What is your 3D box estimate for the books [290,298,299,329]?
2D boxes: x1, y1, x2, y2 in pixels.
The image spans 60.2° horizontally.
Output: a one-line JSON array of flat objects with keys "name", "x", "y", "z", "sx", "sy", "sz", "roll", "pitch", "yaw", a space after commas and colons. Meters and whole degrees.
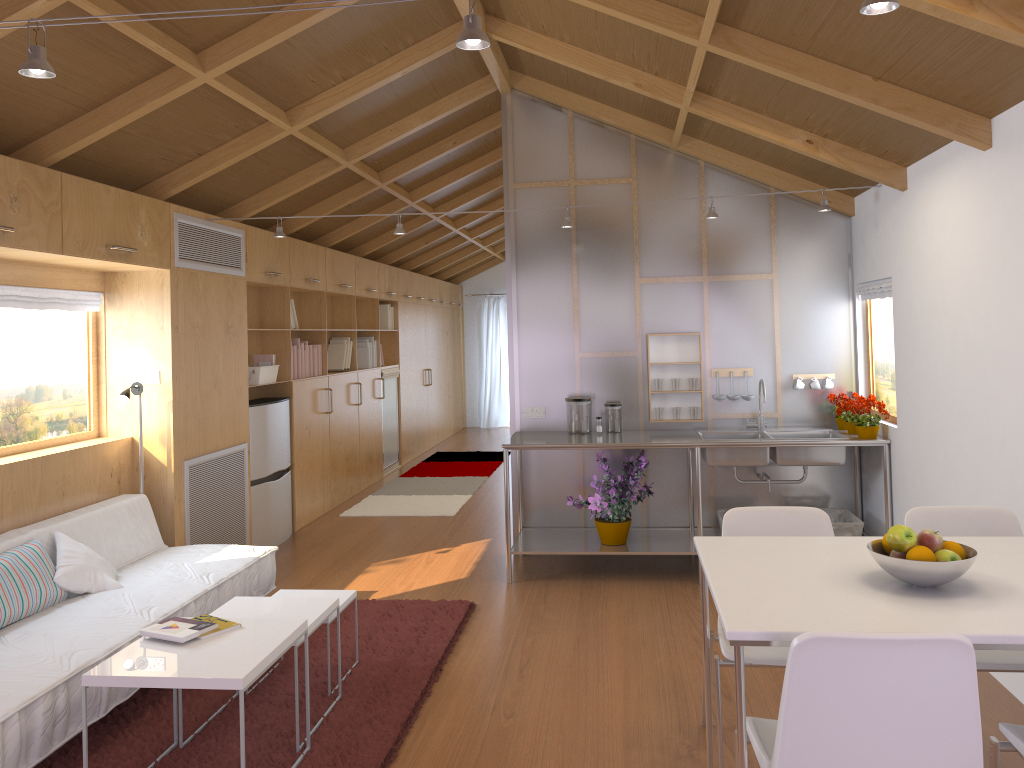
[{"name": "books", "x": -1.731, "y": -0.556, "z": 6.659, "sx": 0.175, "sy": 0.297, "sz": 0.279, "roll": -2, "pitch": 1, "yaw": 7}]

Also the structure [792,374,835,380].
[{"name": "structure", "x": 1.843, "y": -0.044, "z": 5.389, "sx": 0.250, "sy": 0.032, "sz": 0.041, "roll": -1, "pitch": 2, "yaw": 7}]

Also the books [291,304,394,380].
[{"name": "books", "x": -1.541, "y": -0.449, "z": 8.097, "sx": 0.189, "sy": 0.658, "sz": 3.111, "roll": -2, "pitch": 3, "yaw": 7}]

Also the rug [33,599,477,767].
[{"name": "rug", "x": -1.285, "y": 1.241, "z": 3.478, "sx": 1.884, "sy": 0.020, "sz": 2.482, "roll": -1, "pitch": 3, "yaw": 7}]

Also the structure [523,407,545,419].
[{"name": "structure", "x": 0.140, "y": 0.183, "z": 5.613, "sx": 0.142, "sy": 0.071, "sz": 0.011, "roll": -1, "pitch": -1, "yaw": 7}]

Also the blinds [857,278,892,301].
[{"name": "blinds", "x": 2.065, "y": -0.533, "z": 4.996, "sx": 0.047, "sy": 0.111, "sz": 0.725, "roll": -2, "pitch": 3, "yaw": 7}]

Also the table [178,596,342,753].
[{"name": "table", "x": -0.904, "y": 1.038, "z": 3.229, "sx": 0.424, "sy": 0.383, "sz": 0.459, "roll": -1, "pitch": 1, "yaw": 7}]

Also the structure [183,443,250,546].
[{"name": "structure", "x": -1.745, "y": 0.761, "z": 5.265, "sx": 0.013, "sy": 0.722, "sz": 0.820, "roll": -2, "pitch": 1, "yaw": 7}]

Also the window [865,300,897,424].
[{"name": "window", "x": 2.115, "y": -0.189, "z": 4.983, "sx": 0.026, "sy": 0.796, "sz": 0.724, "roll": -2, "pitch": 1, "yaw": 7}]

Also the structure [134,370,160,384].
[{"name": "structure", "x": -1.975, "y": -0.036, "z": 4.784, "sx": 0.142, "sy": 0.071, "sz": 0.011, "roll": -1, "pitch": -1, "yaw": 7}]

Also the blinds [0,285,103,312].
[{"name": "blinds", "x": -2.328, "y": -0.403, "z": 4.081, "sx": 0.047, "sy": 0.111, "sz": 1.498, "roll": -2, "pitch": 3, "yaw": 7}]

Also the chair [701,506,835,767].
[{"name": "chair", "x": 0.890, "y": 0.825, "z": 2.843, "sx": 0.531, "sy": 0.787, "sz": 0.547, "roll": -2, "pitch": 0, "yaw": 7}]

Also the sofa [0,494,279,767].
[{"name": "sofa", "x": -1.759, "y": 0.944, "z": 3.432, "sx": 0.862, "sy": 0.629, "sz": 2.356, "roll": -1, "pitch": 3, "yaw": 7}]

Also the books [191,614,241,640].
[{"name": "books", "x": -1.023, "y": 0.808, "z": 2.938, "sx": 0.193, "sy": 0.016, "sz": 0.153, "roll": 1, "pitch": 4, "yaw": 37}]

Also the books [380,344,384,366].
[{"name": "books", "x": -1.423, "y": -0.325, "z": 9.058, "sx": 0.175, "sy": 0.297, "sz": 0.279, "roll": -2, "pitch": 1, "yaw": 7}]

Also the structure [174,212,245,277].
[{"name": "structure", "x": -1.791, "y": -0.818, "z": 5.276, "sx": 0.013, "sy": 0.301, "sz": 0.903, "roll": -2, "pitch": 3, "yaw": 7}]

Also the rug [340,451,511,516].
[{"name": "rug", "x": -0.684, "y": 0.931, "z": 8.792, "sx": 0.916, "sy": 0.011, "sz": 3.724, "roll": -1, "pitch": 3, "yaw": 7}]

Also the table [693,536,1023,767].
[{"name": "table", "x": 1.132, "y": 0.871, "z": 2.291, "sx": 1.208, "sy": 0.743, "sz": 0.899, "roll": -1, "pitch": 1, "yaw": 7}]

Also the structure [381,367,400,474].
[{"name": "structure", "x": -1.392, "y": 0.370, "z": 9.264, "sx": 0.315, "sy": 1.080, "sz": 0.725, "roll": -2, "pitch": 0, "yaw": 7}]

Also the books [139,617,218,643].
[{"name": "books", "x": -1.083, "y": 0.797, "z": 2.876, "sx": 0.193, "sy": 0.016, "sz": 0.153, "roll": 0, "pitch": 4, "yaw": 27}]

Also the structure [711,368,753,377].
[{"name": "structure", "x": 1.361, "y": -0.071, "z": 5.462, "sx": 0.250, "sy": 0.051, "sz": 0.016, "roll": -1, "pitch": -1, "yaw": 7}]

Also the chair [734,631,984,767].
[{"name": "chair", "x": 0.778, "y": 0.879, "z": 1.942, "sx": 0.531, "sy": 0.787, "sz": 0.547, "roll": -2, "pitch": 0, "yaw": 7}]

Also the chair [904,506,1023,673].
[{"name": "chair", "x": 1.480, "y": 0.813, "z": 2.770, "sx": 0.531, "sy": 0.787, "sz": 0.547, "roll": -2, "pitch": 0, "yaw": 7}]

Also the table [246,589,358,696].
[{"name": "table", "x": -0.854, "y": 1.052, "z": 3.626, "sx": 0.341, "sy": 0.309, "sz": 0.369, "roll": -1, "pitch": 1, "yaw": 7}]

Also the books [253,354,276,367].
[{"name": "books", "x": -1.759, "y": -0.112, "z": 6.253, "sx": 0.150, "sy": 0.193, "sz": 0.088, "roll": -2, "pitch": -1, "yaw": 7}]

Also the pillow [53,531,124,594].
[{"name": "pillow", "x": -1.823, "y": 0.761, "z": 3.791, "sx": 0.267, "sy": 0.252, "sz": 0.345, "roll": -2, "pitch": 2, "yaw": -29}]

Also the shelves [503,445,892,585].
[{"name": "shelves", "x": 1.035, "y": 0.707, "z": 5.174, "sx": 2.091, "sy": 0.754, "sz": 0.632, "roll": -1, "pitch": 1, "yaw": 7}]

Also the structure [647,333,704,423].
[{"name": "structure", "x": 1.011, "y": -0.040, "z": 5.474, "sx": 0.328, "sy": 0.546, "sz": 0.076, "roll": -2, "pitch": -1, "yaw": 7}]

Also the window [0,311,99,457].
[{"name": "window", "x": -2.369, "y": -0.061, "z": 4.079, "sx": 0.035, "sy": 0.790, "sz": 1.497, "roll": -2, "pitch": 2, "yaw": 7}]

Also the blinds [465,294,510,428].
[{"name": "blinds", "x": 0.726, "y": -0.388, "z": 13.345, "sx": 2.846, "sy": 2.040, "sz": 0.233, "roll": -1, "pitch": -1, "yaw": 6}]

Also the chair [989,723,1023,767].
[{"name": "chair", "x": 1.368, "y": 0.866, "z": 1.869, "sx": 0.531, "sy": 0.787, "sz": 0.547, "roll": -2, "pitch": 0, "yaw": 7}]

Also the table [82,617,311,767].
[{"name": "table", "x": -0.961, "y": 1.038, "z": 2.772, "sx": 0.485, "sy": 0.439, "sz": 0.525, "roll": -1, "pitch": 1, "yaw": 7}]

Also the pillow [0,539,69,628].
[{"name": "pillow", "x": -1.976, "y": 0.801, "z": 3.181, "sx": 0.171, "sy": 0.251, "sz": 1.042, "roll": -2, "pitch": 3, "yaw": 7}]

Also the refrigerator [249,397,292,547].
[{"name": "refrigerator", "x": -1.736, "y": 0.613, "z": 6.122, "sx": 0.261, "sy": 0.988, "sz": 0.713, "roll": -2, "pitch": 0, "yaw": 7}]
